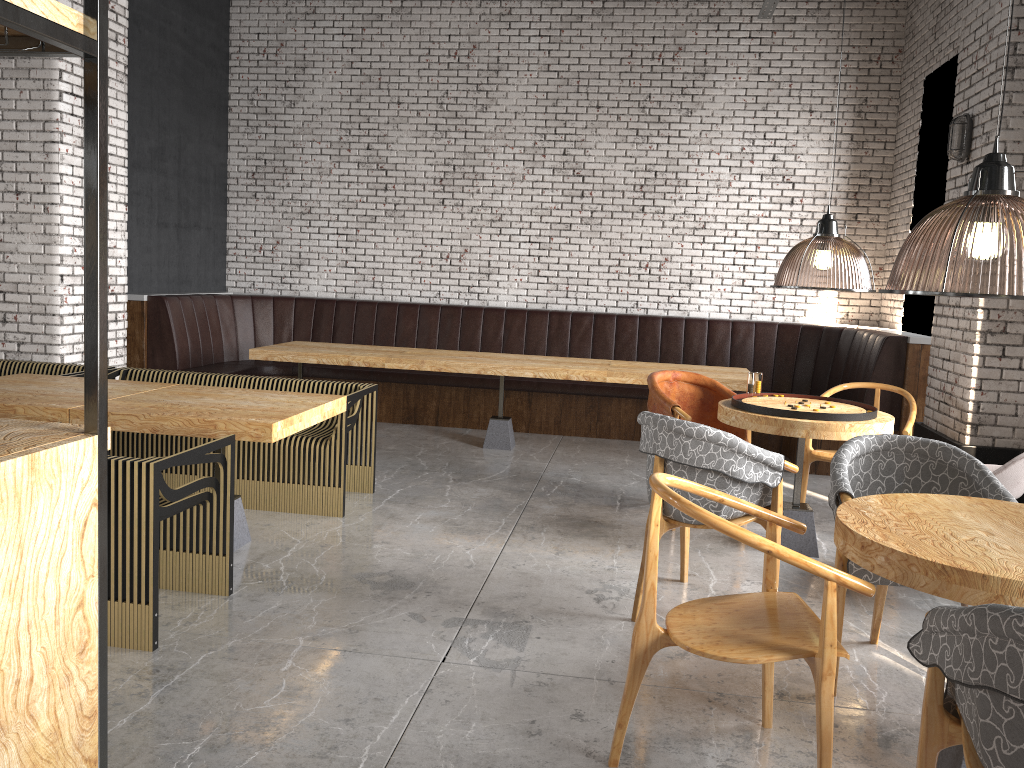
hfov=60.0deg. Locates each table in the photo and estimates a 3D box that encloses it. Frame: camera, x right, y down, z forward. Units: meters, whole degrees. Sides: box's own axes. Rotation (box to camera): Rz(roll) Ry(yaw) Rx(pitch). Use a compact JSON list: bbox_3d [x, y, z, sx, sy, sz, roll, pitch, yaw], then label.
[{"bbox_3d":[1.407,0.832,2.589,0.932,0.808,0.934,-2,8,-34],"label":"table"},{"bbox_3d":[-0.086,0.164,7.600,4.136,0.762,1.002,4,7,8],"label":"table"},{"bbox_3d":[-1.511,0.469,4.587,0.996,0.762,1.002,4,7,8],"label":"table"},{"bbox_3d":[1.615,0.463,4.984,0.932,0.971,0.934,-2,8,-39],"label":"table"},{"bbox_3d":[-2.502,0.404,4.730,0.996,0.762,1.002,4,7,8],"label":"table"}]

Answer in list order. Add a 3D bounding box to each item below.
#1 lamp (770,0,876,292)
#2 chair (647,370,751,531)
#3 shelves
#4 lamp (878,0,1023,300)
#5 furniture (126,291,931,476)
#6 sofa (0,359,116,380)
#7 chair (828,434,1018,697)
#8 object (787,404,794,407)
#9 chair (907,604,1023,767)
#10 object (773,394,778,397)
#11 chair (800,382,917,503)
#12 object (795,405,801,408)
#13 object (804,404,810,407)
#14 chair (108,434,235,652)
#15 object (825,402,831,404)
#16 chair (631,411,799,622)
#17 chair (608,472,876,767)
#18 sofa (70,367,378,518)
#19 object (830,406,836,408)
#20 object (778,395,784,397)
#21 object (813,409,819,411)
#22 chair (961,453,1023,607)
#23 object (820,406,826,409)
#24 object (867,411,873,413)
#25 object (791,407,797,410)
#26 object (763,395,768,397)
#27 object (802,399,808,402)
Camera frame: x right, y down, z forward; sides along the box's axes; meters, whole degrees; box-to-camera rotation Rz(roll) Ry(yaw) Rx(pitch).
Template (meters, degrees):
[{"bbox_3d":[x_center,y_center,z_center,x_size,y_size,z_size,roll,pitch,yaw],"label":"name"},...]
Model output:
[{"bbox_3d":[1.721,-1.699,4.634,0.537,2.401,0.537,-2,8,-40],"label":"lamp"},{"bbox_3d":[1.128,0.399,5.618,0.681,0.927,0.645,-1,7,-29],"label":"chair"},{"bbox_3d":[-2.780,-1.418,2.038,3.660,5.008,0.691,4,6,8],"label":"shelves"},{"bbox_3d":[1.380,-1.436,2.378,0.537,2.401,0.537,-2,8,-40],"label":"lamp"},{"bbox_3d":[0.042,-0.108,8.272,6.764,1.148,1.921,4,7,8],"label":"furniture"},{"bbox_3d":[-3.661,0.220,5.908,1.806,0.728,0.641,4,6,8],"label":"sofa"},{"bbox_3d":[1.524,0.692,3.402,0.681,0.927,0.645,4,6,8],"label":"chair"},{"bbox_3d":[1.526,0.119,4.857,0.032,0.010,0.032,-1,8,-31],"label":"object"},{"bbox_3d":[1.189,0.871,1.830,0.681,0.927,0.645,5,7,18],"label":"chair"},{"bbox_3d":[1.574,0.069,5.296,0.032,0.010,0.032,-1,8,-31],"label":"object"},{"bbox_3d":[2.180,0.468,5.496,0.613,0.919,0.644,7,8,35],"label":"chair"},{"bbox_3d":[1.559,0.123,4.840,0.032,0.010,0.032,-1,8,-31],"label":"object"},{"bbox_3d":[1.632,0.119,4.902,0.032,0.010,0.032,-1,8,-31],"label":"object"},{"bbox_3d":[-1.604,0.596,3.665,0.657,0.729,0.640,4,6,9],"label":"chair"},{"bbox_3d":[1.796,0.109,5.047,0.032,0.010,0.032,-1,8,-31],"label":"object"},{"bbox_3d":[0.809,0.584,4.001,0.644,0.927,0.682,-1,7,-32],"label":"chair"},{"bbox_3d":[0.635,0.745,2.670,0.644,0.919,0.614,3,6,0],"label":"chair"},{"bbox_3d":[-1.828,0.340,5.642,1.806,0.728,0.641,4,6,8],"label":"sofa"},{"bbox_3d":[1.770,0.126,4.896,0.032,0.010,0.032,-1,8,-31],"label":"object"},{"bbox_3d":[1.609,0.071,5.300,0.032,0.010,0.032,-1,8,-31],"label":"object"},{"bbox_3d":[1.624,0.139,4.734,0.032,0.010,0.032,-1,8,-31],"label":"object"},{"bbox_3d":[2.155,0.642,4.323,0.771,0.849,0.803,-3,9,-42],"label":"chair"},{"bbox_3d":[1.700,0.129,4.843,0.032,0.010,0.032,-1,8,-31],"label":"object"},{"bbox_3d":[1.960,0.153,4.852,0.032,0.010,0.032,-1,8,-31],"label":"object"},{"bbox_3d":[1.515,0.131,4.760,0.032,0.010,0.032,-1,8,-31],"label":"object"},{"bbox_3d":[1.507,0.074,5.276,0.031,0.020,0.032,-1,8,-27],"label":"object"},{"bbox_3d":[1.688,0.096,5.106,0.032,0.010,0.032,-1,8,-31],"label":"object"}]
